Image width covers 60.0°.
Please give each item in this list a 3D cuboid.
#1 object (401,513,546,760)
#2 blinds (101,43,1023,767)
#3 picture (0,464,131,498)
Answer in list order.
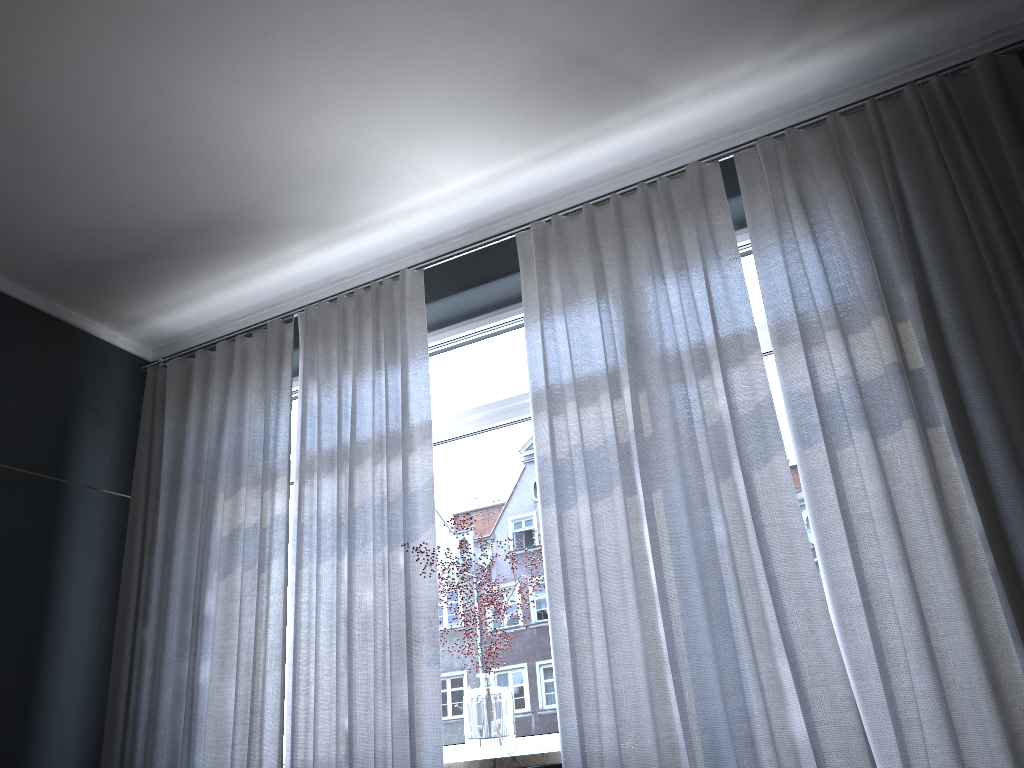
[{"bbox_3d":[-0.100,0.915,3.200,0.514,0.804,0.603,-5,-25,0],"label":"object"},{"bbox_3d":[0.068,0.678,3.095,3.999,2.772,0.314,-16,-27,23],"label":"blinds"},{"bbox_3d":[-2.743,0.112,2.322,0.058,0.766,4.477,-16,-28,23],"label":"picture"}]
